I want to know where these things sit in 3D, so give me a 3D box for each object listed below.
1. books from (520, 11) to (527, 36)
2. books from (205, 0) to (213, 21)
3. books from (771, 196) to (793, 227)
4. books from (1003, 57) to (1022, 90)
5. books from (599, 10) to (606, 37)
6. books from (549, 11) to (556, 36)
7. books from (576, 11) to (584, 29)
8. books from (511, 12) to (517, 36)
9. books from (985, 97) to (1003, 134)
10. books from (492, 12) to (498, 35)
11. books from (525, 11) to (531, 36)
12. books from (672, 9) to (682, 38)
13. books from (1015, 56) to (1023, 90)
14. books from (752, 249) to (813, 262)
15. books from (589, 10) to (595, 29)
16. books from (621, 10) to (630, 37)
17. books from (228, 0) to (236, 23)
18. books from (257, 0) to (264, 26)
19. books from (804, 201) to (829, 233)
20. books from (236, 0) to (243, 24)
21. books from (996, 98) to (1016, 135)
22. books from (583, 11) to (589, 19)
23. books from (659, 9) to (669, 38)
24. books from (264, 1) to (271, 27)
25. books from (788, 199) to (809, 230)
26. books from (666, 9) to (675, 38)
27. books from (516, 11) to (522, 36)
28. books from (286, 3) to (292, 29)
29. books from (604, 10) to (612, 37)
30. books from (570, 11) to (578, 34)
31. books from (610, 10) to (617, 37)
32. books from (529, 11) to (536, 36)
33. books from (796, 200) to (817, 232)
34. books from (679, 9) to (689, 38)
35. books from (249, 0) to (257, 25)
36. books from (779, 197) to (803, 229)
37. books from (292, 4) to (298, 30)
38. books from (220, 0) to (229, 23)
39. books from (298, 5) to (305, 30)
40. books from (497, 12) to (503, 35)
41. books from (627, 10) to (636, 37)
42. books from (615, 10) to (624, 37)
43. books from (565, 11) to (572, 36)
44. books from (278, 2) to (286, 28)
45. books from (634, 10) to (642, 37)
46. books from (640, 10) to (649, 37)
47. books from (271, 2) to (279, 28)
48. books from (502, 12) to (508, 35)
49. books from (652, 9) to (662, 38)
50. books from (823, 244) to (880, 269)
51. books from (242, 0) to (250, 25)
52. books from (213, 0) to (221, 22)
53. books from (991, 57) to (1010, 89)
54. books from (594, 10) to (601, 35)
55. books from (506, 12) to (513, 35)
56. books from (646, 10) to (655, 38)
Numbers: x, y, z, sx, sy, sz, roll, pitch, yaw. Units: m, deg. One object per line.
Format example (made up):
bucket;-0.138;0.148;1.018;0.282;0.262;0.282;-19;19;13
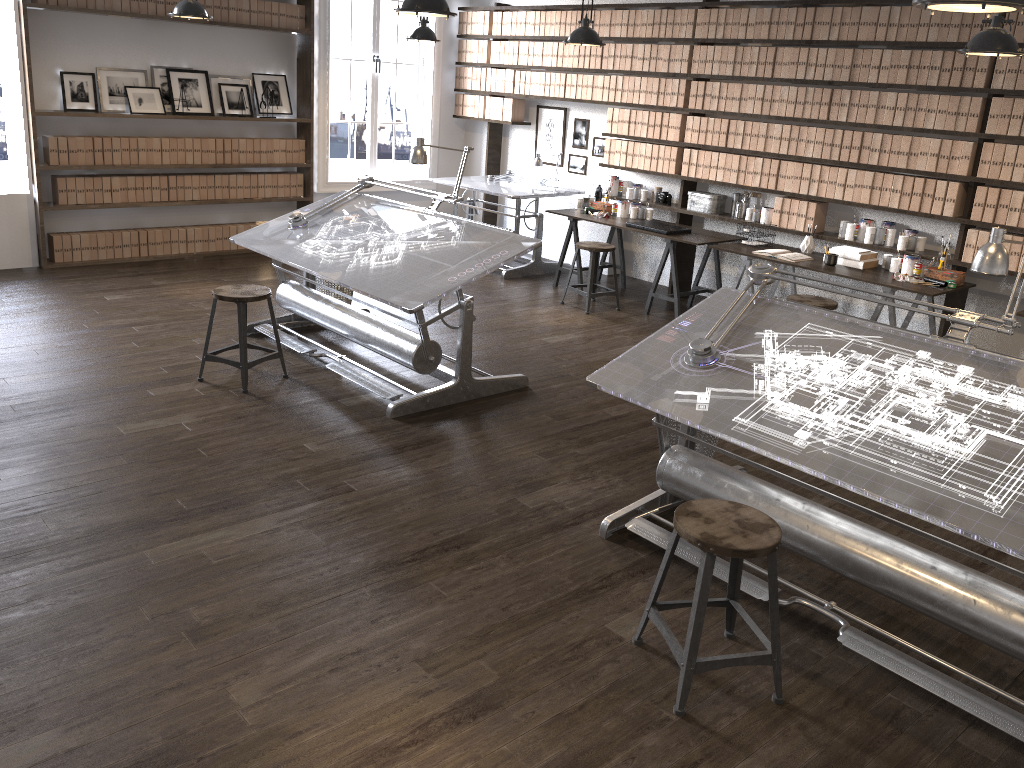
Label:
books;0.171;-3.508;8.641;0.175;0.222;0.067;-11;22;-41
books;-2.684;-3.291;7.749;0.067;0.222;0.176;-10;22;-40
books;2.099;-1.334;6.852;0.175;0.222;0.067;-11;23;-41
books;3.143;-1.939;5.508;0.175;0.222;0.067;-11;22;-41
books;0.867;-3.206;7.903;0.175;0.222;0.067;-11;22;-41
books;0.446;-3.389;8.351;0.175;0.222;0.067;-11;22;-41
books;0.673;-3.289;8.104;0.175;0.222;0.067;-11;22;-41
books;0.085;-3.548;8.743;0.175;0.222;0.067;-11;23;-41
books;3.095;-1.700;5.621;0.175;0.222;0.067;-11;23;-41
books;-0.107;-3.632;8.949;0.175;0.222;0.067;-11;22;-41
books;0.219;-3.489;8.597;0.175;0.222;0.067;-11;23;-41
books;1.417;-2.967;7.314;0.175;0.222;0.067;-11;23;-41
books;3.191;-1.918;5.456;0.175;0.222;0.067;-11;23;-41
books;1.942;-0.930;6.350;0.257;0.029;0.358;-12;25;-40
books;0.770;-3.247;8.001;0.175;0.222;0.067;-11;23;-41
books;1.041;-3.128;7.709;0.175;0.222;0.067;-11;23;-41
books;-2.527;-3.326;7.884;0.067;0.222;0.176;-10;22;-40
books;-2.326;-3.374;8.064;0.067;0.222;0.176;-10;22;-40
books;2.289;-1.255;6.658;0.175;0.222;0.067;-11;23;-41
books;-2.480;-3.339;7.931;0.067;0.222;0.176;-10;22;-40
books;3.133;-1.681;5.573;0.175;0.222;0.067;-11;22;-41
books;0.727;-3.268;8.054;0.175;0.222;0.067;-11;23;-41
books;1.319;-3.008;7.415;0.175;0.222;0.067;-11;23;-41
books;-2.275;-3.386;8.111;0.067;0.222;0.176;-10;22;-40
books;2.195;-1.295;6.758;0.175;0.222;0.067;-11;22;-41
books;1.369;-2.987;7.363;0.175;0.222;0.067;-11;23;-41
books;0.131;-3.528;8.692;0.175;0.222;0.067;-11;23;-41
books;-2.114;-3.419;8.241;0.067;0.222;0.176;-10;22;-40
books;0.907;-3.186;7.851;0.175;0.222;0.067;-11;23;-41
books;0.629;-3.311;8.160;0.175;0.222;0.067;-11;23;-41
books;0.955;-3.168;7.807;0.175;0.222;0.067;-11;22;-41
books;0.259;-3.471;8.551;0.175;0.222;0.067;-11;23;-41
books;2.239;-1.274;6.705;0.175;0.222;0.067;-11;23;-41
books;1.460;-2.946;7.263;0.175;0.222;0.067;-11;22;-41
books;-2.376;-3.361;8.016;0.067;0.222;0.176;-10;22;-40
books;2.148;-1.316;6.808;0.175;0.222;0.067;-11;22;-41
books;-2.070;-3.431;8.285;0.067;0.222;0.176;-10;22;-40
books;-2.581;-3.317;7.844;0.067;0.222;0.176;-10;22;-40
books;-2.018;-3.443;8.332;0.067;0.222;0.176;-10;22;-40
books;-0.062;-3.610;8.893;0.175;0.222;0.067;-11;23;-41
books;1.091;-3.108;7.662;0.175;0.222;0.067;-11;22;-41
books;0.995;-3.149;7.761;0.175;0.222;0.067;-11;22;-41
books;0.584;-3.329;8.204;0.175;0.222;0.067;-11;22;-41
books;-2.164;-3.408;8.198;0.067;0.222;0.176;-10;22;-40
books;1.138;-3.088;7.613;0.175;0.222;0.067;-11;22;-41
books;1.181;-3.068;7.562;0.175;0.222;0.067;-11;23;-41
books;-2.220;-3.397;8.153;0.067;0.222;0.176;-10;22;-40
books;-0.009;-3.590;8.844;0.175;0.222;0.067;-11;22;-41
books;1.274;-3.025;7.457;0.175;0.222;0.067;-11;22;-41
books;2.340;-0.898;6.169;0.387;0.145;0.297;-12;24;-40
books;-2.431;-3.349;7.970;0.067;0.222;0.176;-10;22;-40
books;-2.634;-3.305;7.798;0.067;0.222;0.176;-10;22;-40
books;3.098;-1.960;5.561;0.175;0.222;0.067;-11;22;-41
books;0.820;-3.227;7.953;0.175;0.222;0.067;-11;22;-41
books;0.035;-3.568;8.790;0.175;0.222;0.067;-11;22;-41
books;1.226;-3.046;7.508;0.175;0.222;0.067;-11;23;-41
